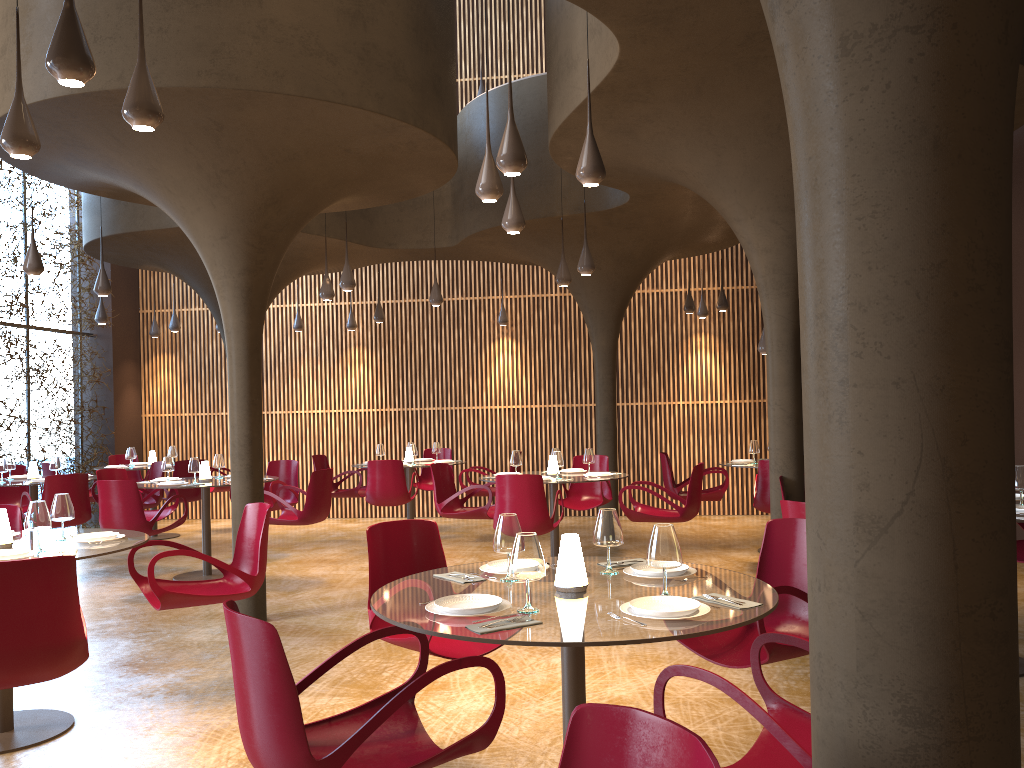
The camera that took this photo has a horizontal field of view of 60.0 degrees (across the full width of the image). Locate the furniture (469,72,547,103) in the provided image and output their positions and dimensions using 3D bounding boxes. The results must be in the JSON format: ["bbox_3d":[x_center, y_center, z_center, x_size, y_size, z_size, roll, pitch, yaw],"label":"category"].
[{"bbox_3d":[0.098,-3.194,11.447,0.900,1.047,2.532,-1,-1,-41],"label":"furniture"}]

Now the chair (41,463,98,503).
[{"bbox_3d":[-6.474,1.456,13.119,0.625,0.636,0.872,-2,-1,42],"label":"chair"}]

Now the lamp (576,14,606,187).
[{"bbox_3d":[0.436,-4.419,5.715,0.196,6.276,0.196,-1,0,-7],"label":"lamp"}]

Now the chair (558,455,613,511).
[{"bbox_3d":[0.913,1.226,11.053,0.625,0.636,0.872,-2,-1,17],"label":"chair"}]

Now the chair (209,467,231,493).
[{"bbox_3d":[-4.698,1.456,14.664,0.872,0.636,0.625,0,-1,-43],"label":"chair"}]

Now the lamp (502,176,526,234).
[{"bbox_3d":[-0.060,-4.367,7.214,0.196,6.276,0.196,-1,0,42],"label":"lamp"}]

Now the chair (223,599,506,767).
[{"bbox_3d":[-0.549,1.044,3.105,0.872,0.636,0.625,-1,-1,-33],"label":"chair"}]

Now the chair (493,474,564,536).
[{"bbox_3d":[0.147,1.183,8.826,0.625,0.636,0.873,-2,-1,12],"label":"chair"}]

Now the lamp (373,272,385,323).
[{"bbox_3d":[-2.208,-4.124,14.272,0.196,6.276,0.196,-1,0,22],"label":"lamp"}]

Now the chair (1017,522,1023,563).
[{"bbox_3d":[4.141,1.036,6.868,0.872,0.636,0.625,-1,-1,-25],"label":"chair"}]

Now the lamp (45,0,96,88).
[{"bbox_3d":[-1.947,-4.416,3.770,0.196,6.276,0.196,-1,0,43],"label":"lamp"}]

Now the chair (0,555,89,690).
[{"bbox_3d":[-2.436,1.122,4.333,0.625,0.636,0.873,-1,-1,-35],"label":"chair"}]

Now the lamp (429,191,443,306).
[{"bbox_3d":[-1.110,-4.208,12.134,0.196,6.276,0.196,-1,0,22],"label":"lamp"}]

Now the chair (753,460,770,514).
[{"bbox_3d":[3.056,1.148,10.055,0.625,0.636,0.872,-2,-1,18],"label":"chair"}]

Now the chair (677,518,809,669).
[{"bbox_3d":[1.262,1.038,4.449,0.872,0.636,0.625,-1,-1,-38],"label":"chair"}]

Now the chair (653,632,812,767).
[{"bbox_3d":[0.983,1.000,2.833,0.625,0.636,0.873,-1,-1,-43],"label":"chair"}]

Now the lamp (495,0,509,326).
[{"bbox_3d":[-0.225,-4.145,15.224,0.196,6.276,0.196,-1,0,22],"label":"lamp"}]

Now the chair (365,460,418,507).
[{"bbox_3d":[-1.624,1.307,11.837,0.625,0.636,0.873,-1,-1,2],"label":"chair"}]

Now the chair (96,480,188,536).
[{"bbox_3d":[-3.931,1.293,9.332,0.625,0.636,0.873,-2,-1,12],"label":"chair"}]

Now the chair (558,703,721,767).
[{"bbox_3d":[-0.052,0.990,1.548,0.872,0.636,0.625,-1,-1,-29],"label":"chair"}]

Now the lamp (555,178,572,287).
[{"bbox_3d":[0.539,-4.292,10.489,0.196,6.276,0.196,-1,0,43],"label":"lamp"}]

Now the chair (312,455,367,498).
[{"bbox_3d":[-2.515,1.363,13.113,0.873,0.636,0.625,-2,-1,12],"label":"chair"}]

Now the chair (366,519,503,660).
[{"bbox_3d":[-0.401,1.085,4.738,0.625,0.636,0.873,-1,-1,-38],"label":"chair"}]

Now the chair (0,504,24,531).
[{"bbox_3d":[-3.689,1.203,6.209,0.625,0.636,0.873,-1,-1,-30],"label":"chair"}]

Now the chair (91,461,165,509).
[{"bbox_3d":[-5.159,1.396,12.048,0.872,0.636,0.625,0,-1,-43],"label":"chair"}]

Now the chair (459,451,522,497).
[{"bbox_3d":[-0.284,1.301,12.783,0.872,0.636,0.625,-1,-1,7],"label":"chair"}]

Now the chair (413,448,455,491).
[{"bbox_3d":[-1.255,1.362,14.163,0.625,0.636,0.873,-1,-1,7],"label":"chair"}]

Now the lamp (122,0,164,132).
[{"bbox_3d":[-1.897,-4.400,4.386,0.196,6.276,0.196,-1,0,12],"label":"lamp"}]

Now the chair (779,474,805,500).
[{"bbox_3d":[2.655,1.083,7.331,0.625,0.636,0.873,-1,-1,-35],"label":"chair"}]

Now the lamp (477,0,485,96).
[{"bbox_3d":[-0.503,-5.835,13.866,0.196,2.961,0.196,-1,0,-7],"label":"lamp"}]

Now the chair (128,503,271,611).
[{"bbox_3d":[-2.065,1.158,5.981,0.872,0.636,0.625,-1,-1,-35],"label":"chair"}]

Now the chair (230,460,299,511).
[{"bbox_3d":[-3.164,1.336,11.559,0.625,0.636,0.872,-2,-1,17],"label":"chair"}]

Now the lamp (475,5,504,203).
[{"bbox_3d":[-0.227,-4.393,6.086,0.196,6.276,0.196,-1,0,33],"label":"lamp"}]

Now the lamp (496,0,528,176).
[{"bbox_3d":[-0.072,-4.416,5.403,0.196,6.276,0.196,-1,0,-7],"label":"lamp"}]

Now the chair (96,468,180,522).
[{"bbox_3d":[-4.587,1.347,10.743,0.873,0.636,0.625,-2,-1,22],"label":"chair"}]

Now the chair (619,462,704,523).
[{"bbox_3d":[1.630,1.167,9.524,0.873,0.636,0.625,-2,-1,17],"label":"chair"}]

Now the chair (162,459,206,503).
[{"bbox_3d":[-4.840,1.414,12.982,0.625,0.636,0.873,-1,-1,-43],"label":"chair"}]

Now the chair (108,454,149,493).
[{"bbox_3d":[-6.337,1.495,14.670,0.625,0.636,0.873,-1,-1,-38],"label":"chair"}]

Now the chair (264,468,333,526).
[{"bbox_3d":[-2.447,1.277,10.030,0.873,0.636,0.625,-2,-1,17],"label":"chair"}]

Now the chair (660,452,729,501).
[{"bbox_3d":[2.371,1.205,11.546,0.873,0.636,0.625,-2,-1,13],"label":"chair"}]

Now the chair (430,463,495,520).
[{"bbox_3d":[-0.510,1.237,10.237,0.873,0.636,0.625,-2,-1,22],"label":"chair"}]

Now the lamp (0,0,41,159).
[{"bbox_3d":[-2.736,-4.369,4.806,0.196,6.276,0.196,-1,0,13],"label":"lamp"}]

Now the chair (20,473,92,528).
[{"bbox_3d":[-5.302,1.354,10.365,0.625,0.636,0.873,-1,-1,-43],"label":"chair"}]

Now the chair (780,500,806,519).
[{"bbox_3d":[2.174,1.052,5.762,0.872,0.636,0.625,-1,-1,-30],"label":"chair"}]

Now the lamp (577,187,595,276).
[{"bbox_3d":[0.732,-4.320,9.607,0.196,6.276,0.196,-1,0,43],"label":"lamp"}]

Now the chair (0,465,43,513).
[{"bbox_3d":[-6.799,1.435,12.053,0.625,0.636,0.873,-1,-1,-38],"label":"chair"}]
